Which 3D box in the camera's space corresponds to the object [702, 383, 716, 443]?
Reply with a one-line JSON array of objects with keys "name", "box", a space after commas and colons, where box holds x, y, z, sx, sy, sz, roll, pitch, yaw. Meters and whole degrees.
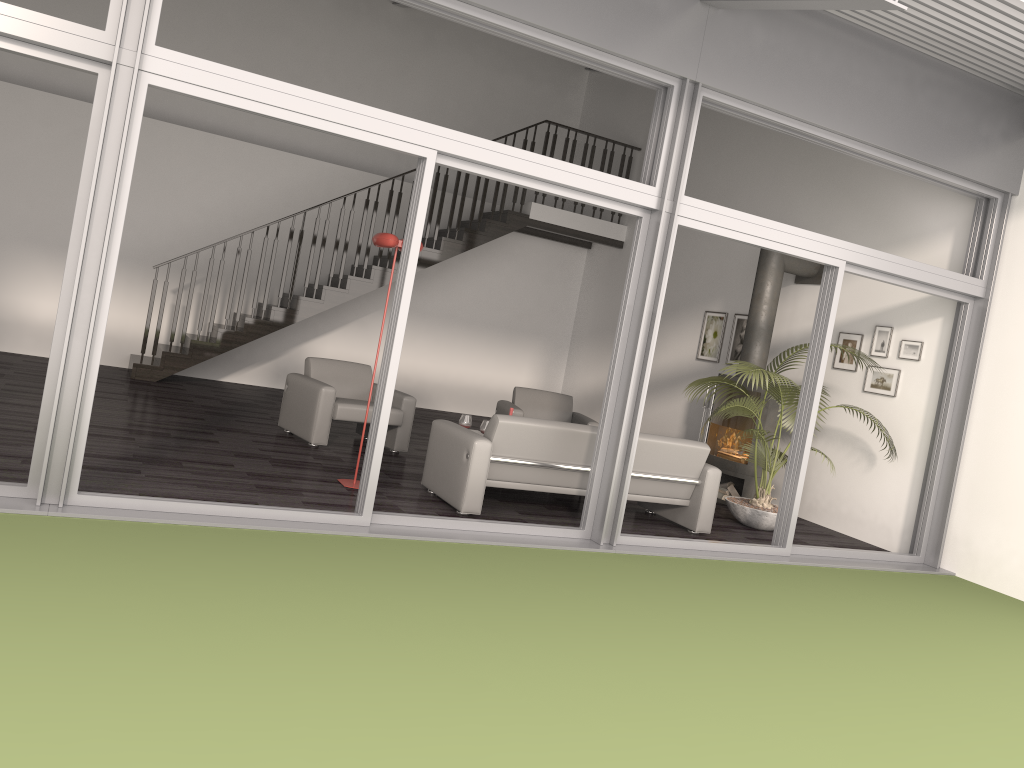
[{"name": "object", "box": [2.093, 0.544, 9.525, 0.401, 1.125, 0.400, 11, 2, 24]}]

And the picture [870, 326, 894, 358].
[{"name": "picture", "box": [3.356, -0.385, 8.045, 0.015, 0.280, 0.192, 10, 2, -26]}]

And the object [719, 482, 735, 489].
[{"name": "object", "box": [2.109, 1.050, 8.926, 0.104, 0.192, 0.307, 10, 3, -24]}]

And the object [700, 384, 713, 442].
[{"name": "object", "box": [2.058, 0.460, 9.603, 0.116, 0.982, 0.042, 11, 2, 40]}]

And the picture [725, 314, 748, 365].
[{"name": "picture", "box": [2.536, -0.478, 9.755, 0.026, 0.577, 0.395, 10, 2, -26]}]

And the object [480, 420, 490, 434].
[{"name": "object", "box": [-0.213, 0.383, 7.436, 0.115, 0.155, 0.116, 9, 2, -35]}]

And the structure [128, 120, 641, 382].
[{"name": "structure", "box": [-1.246, -1.700, 11.592, 6.326, 4.091, 1.003, 9, 2, -25]}]

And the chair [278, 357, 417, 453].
[{"name": "chair", "box": [-1.478, 0.183, 8.085, 0.960, 0.717, 0.914, 9, 3, -36]}]

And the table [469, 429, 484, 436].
[{"name": "table", "box": [-0.373, 0.600, 7.553, 0.399, 0.341, 0.683, 9, 3, -26]}]

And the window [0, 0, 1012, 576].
[{"name": "window", "box": [-0.556, -0.871, 5.109, 9.720, 3.469, 0.386, 9, 2, -25]}]

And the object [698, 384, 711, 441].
[{"name": "object", "box": [1.998, 0.478, 9.452, 0.079, 1.019, 0.166, 11, 1, 26]}]

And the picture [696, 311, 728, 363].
[{"name": "picture", "box": [2.312, -0.549, 10.238, 0.026, 0.577, 0.395, 10, 2, -26]}]

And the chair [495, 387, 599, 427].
[{"name": "chair", "box": [0.345, 0.455, 9.134, 0.962, 0.717, 0.912, 10, 3, -11]}]

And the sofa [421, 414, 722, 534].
[{"name": "sofa", "box": [0.466, 0.621, 6.718, 2.109, 0.717, 0.905, 9, 3, -26]}]

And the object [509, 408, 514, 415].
[{"name": "object", "box": [-0.034, 0.391, 7.738, 0.093, 0.370, 0.093, 10, 1, -27]}]

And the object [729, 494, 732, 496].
[{"name": "object", "box": [2.115, 1.115, 8.794, 0.085, 0.086, 0.266, 9, 3, -24]}]

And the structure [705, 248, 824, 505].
[{"name": "structure", "box": [2.690, -0.099, 8.940, 1.113, 2.672, 0.821, 10, 2, -26]}]

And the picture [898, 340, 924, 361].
[{"name": "picture", "box": [3.487, -0.295, 7.746, 0.015, 0.166, 0.222, 10, 3, -26]}]

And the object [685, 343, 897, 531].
[{"name": "object", "box": [2.140, 0.388, 7.687, 2.113, 1.665, 1.725, 9, 3, -31]}]

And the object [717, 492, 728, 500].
[{"name": "object", "box": [2.031, 1.101, 8.766, 0.092, 0.082, 0.268, 9, 3, -25]}]

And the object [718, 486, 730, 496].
[{"name": "object", "box": [2.065, 1.057, 8.808, 0.072, 0.068, 0.259, 9, 3, -27]}]

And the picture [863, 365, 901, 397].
[{"name": "picture", "box": [3.328, -0.028, 7.975, 0.015, 0.244, 0.361, 10, 3, -26]}]

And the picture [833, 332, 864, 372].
[{"name": "picture", "box": [3.178, -0.306, 8.381, 0.015, 0.352, 0.289, 10, 2, -26]}]

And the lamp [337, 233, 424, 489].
[{"name": "lamp", "box": [-0.962, -0.164, 6.288, 0.352, 1.787, 0.366, 10, 1, -26]}]

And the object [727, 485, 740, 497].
[{"name": "object", "box": [2.190, 1.086, 8.616, 0.071, 0.186, 0.255, 10, 3, -25]}]

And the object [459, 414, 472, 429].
[{"name": "object", "box": [-0.400, 0.339, 7.600, 0.115, 0.155, 0.116, 10, 2, -17]}]
